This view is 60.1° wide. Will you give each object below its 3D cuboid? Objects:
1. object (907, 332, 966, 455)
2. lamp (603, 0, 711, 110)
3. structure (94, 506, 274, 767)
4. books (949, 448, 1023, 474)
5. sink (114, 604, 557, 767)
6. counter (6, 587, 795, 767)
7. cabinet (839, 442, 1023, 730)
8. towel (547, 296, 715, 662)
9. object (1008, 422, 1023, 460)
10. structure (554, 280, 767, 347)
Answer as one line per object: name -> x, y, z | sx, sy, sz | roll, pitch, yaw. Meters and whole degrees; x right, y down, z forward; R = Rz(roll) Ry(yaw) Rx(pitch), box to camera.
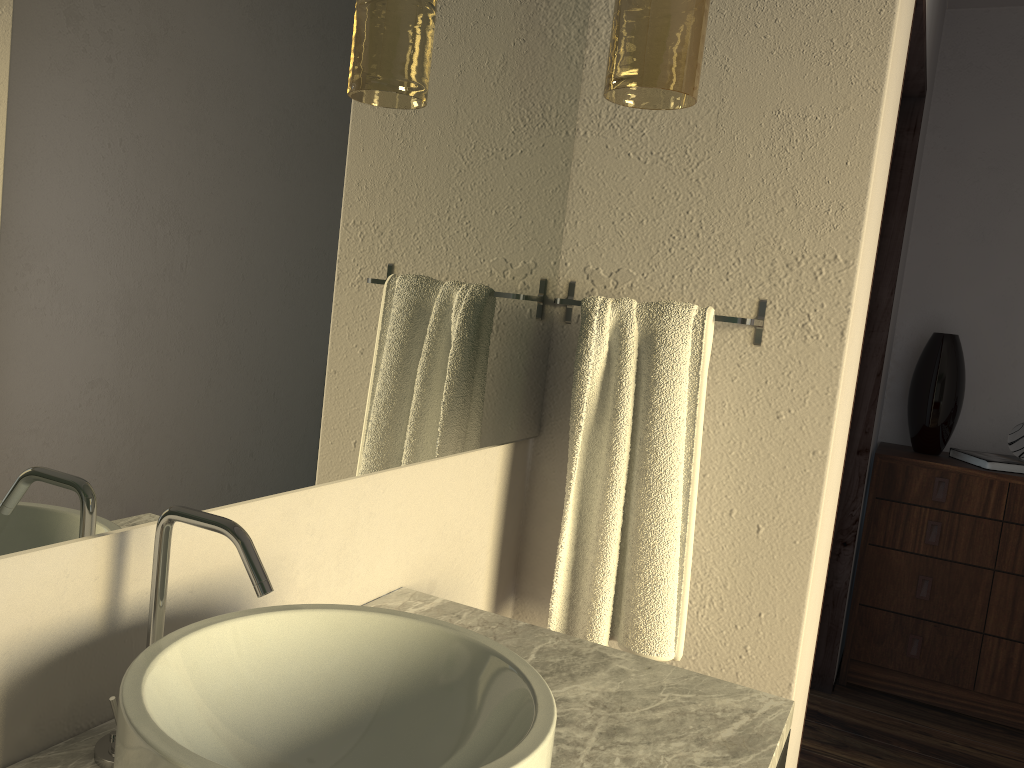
object -> 1.460, 0.034, 3.047 | 0.174, 0.417, 0.166 | 11, 7, 38
lamp -> 0.256, -0.856, 1.285 | 0.136, 0.868, 0.141 | 4, 6, -22
structure -> -0.301, 0.237, 0.798 | 0.168, 0.242, 0.064 | 10, 6, 30
books -> 1.751, 0.274, 2.916 | 0.498, 0.034, 0.246 | 6, 5, 2
sink -> -0.148, 0.314, 0.754 | 0.358, 0.131, 0.356 | 7, 5, 3
counter -> -0.384, 0.451, 0.261 | 0.599, 0.101, 2.214 | 9, 6, 25
cabinet -> 1.749, 0.697, 2.880 | 1.161, 0.801, 0.395 | 9, 6, 26
towel -> 0.206, 0.168, 1.569 | 0.264, 0.637, 0.157 | 12, 8, 43
object -> 1.714, 0.190, 2.925 | 0.133, 0.131, 0.128 | 9, 6, 21
structure -> 0.257, -0.131, 1.598 | 0.376, 0.088, 0.100 | 9, 6, 26
